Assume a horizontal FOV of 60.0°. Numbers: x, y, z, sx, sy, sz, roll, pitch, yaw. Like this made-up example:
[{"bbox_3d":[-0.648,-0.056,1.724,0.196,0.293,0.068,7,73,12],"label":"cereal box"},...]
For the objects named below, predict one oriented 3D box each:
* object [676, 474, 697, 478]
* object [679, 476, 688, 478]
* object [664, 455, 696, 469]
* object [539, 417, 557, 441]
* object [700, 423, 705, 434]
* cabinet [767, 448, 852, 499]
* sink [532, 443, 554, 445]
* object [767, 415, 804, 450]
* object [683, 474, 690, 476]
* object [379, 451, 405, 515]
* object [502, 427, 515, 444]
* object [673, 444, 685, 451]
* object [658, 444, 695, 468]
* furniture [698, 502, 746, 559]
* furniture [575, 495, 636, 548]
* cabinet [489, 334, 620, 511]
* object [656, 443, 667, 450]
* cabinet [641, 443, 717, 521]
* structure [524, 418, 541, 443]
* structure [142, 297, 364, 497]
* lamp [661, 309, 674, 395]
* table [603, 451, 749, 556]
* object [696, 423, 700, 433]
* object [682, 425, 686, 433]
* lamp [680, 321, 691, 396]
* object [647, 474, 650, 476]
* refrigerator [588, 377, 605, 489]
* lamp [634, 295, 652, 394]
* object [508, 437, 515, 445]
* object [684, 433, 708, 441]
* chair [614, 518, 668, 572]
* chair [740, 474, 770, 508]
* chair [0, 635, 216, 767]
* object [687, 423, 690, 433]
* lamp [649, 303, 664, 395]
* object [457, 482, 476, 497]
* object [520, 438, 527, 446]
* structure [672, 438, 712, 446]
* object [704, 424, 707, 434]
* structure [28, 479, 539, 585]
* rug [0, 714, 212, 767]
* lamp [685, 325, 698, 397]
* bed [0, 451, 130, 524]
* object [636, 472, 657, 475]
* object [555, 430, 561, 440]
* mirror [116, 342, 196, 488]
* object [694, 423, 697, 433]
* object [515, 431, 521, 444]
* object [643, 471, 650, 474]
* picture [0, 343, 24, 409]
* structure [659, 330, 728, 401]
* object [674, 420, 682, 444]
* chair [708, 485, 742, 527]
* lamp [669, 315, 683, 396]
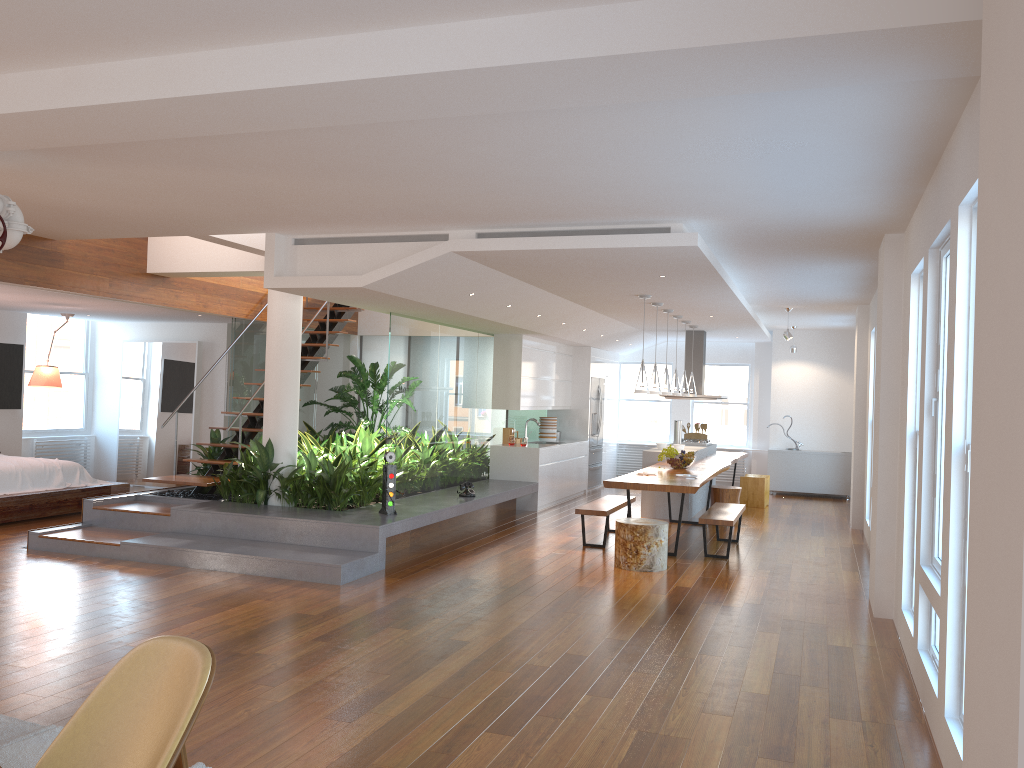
[{"bbox_3d":[1.775,0.938,9.009,0.222,0.020,0.222,2,-1,11],"label":"object"},{"bbox_3d":[1.753,0.935,8.904,0.158,0.017,0.019,2,-1,14],"label":"object"},{"bbox_3d":[1.901,0.892,10.049,0.360,0.159,0.360,2,-1,-17],"label":"object"},{"bbox_3d":[0.534,0.675,13.234,0.267,0.356,0.266,1,-1,45],"label":"object"},{"bbox_3d":[2.938,0.756,13.684,0.068,0.298,0.039,2,-1,19],"label":"object"},{"bbox_3d":[4.830,1.448,14.380,1.309,0.725,0.420,2,-1,19],"label":"cabinet"},{"bbox_3d":[0.463,0.958,12.634,0.449,0.192,0.666,2,-1,19],"label":"sink"},{"bbox_3d":[4.474,0.792,14.472,0.590,0.563,0.210,2,-1,-10],"label":"object"},{"bbox_3d":[1.775,0.932,9.009,0.070,0.030,0.079,2,-1,-27],"label":"object"},{"bbox_3d":[-1.071,0.894,7.954,0.134,0.565,0.318,2,-1,-34],"label":"object"},{"bbox_3d":[-0.047,0.707,12.059,0.104,0.222,0.200,2,-1,19],"label":"object"},{"bbox_3d":[2.145,0.819,11.377,0.152,0.082,0.152,2,-1,-20],"label":"object"},{"bbox_3d":[1.884,0.829,10.072,0.394,0.284,0.292,2,-1,-17],"label":"object"},{"bbox_3d":[2.122,1.469,8.911,0.316,0.389,1.433,2,-1,19],"label":"furniture"},{"bbox_3d":[0.996,1.436,9.304,0.316,0.389,1.433,2,-1,19],"label":"furniture"},{"bbox_3d":[0.796,0.548,13.622,0.676,2.280,4.565,2,-1,19],"label":"cabinet"},{"bbox_3d":[1.951,0.815,11.576,0.152,0.082,0.152,2,-1,-31],"label":"object"},{"bbox_3d":[2.391,1.296,12.424,0.597,0.832,2.936,2,-1,19],"label":"cabinet"},{"bbox_3d":[0.295,0.757,12.728,0.248,0.536,0.115,2,-1,19],"label":"structure"},{"bbox_3d":[-1.738,-0.713,10.557,2.552,4.265,4.591,2,-1,19],"label":"structure"},{"bbox_3d":[1.798,-0.401,10.287,0.160,1.060,0.160,3,-1,-44],"label":"lamp"},{"bbox_3d":[2.246,1.338,10.994,0.893,0.704,5.996,2,-1,19],"label":"table"},{"bbox_3d":[2.877,0.754,13.703,0.057,0.299,0.019,2,-1,19],"label":"object"},{"bbox_3d":[2.703,0.766,13.782,0.199,0.259,0.016,2,-1,30],"label":"object"},{"bbox_3d":[2.273,-0.368,11.653,0.160,1.060,0.160,3,-1,-44],"label":"lamp"},{"bbox_3d":[1.335,0.928,9.070,0.149,0.014,0.044,2,-1,18],"label":"object"},{"bbox_3d":[1.084,0.781,14.303,0.725,1.772,0.908,2,-1,19],"label":"refrigerator"},{"bbox_3d":[1.323,-0.433,8.922,0.160,1.060,0.160,3,-1,-44],"label":"lamp"},{"bbox_3d":[-0.004,0.759,11.756,0.094,0.106,0.094,2,-1,25],"label":"object"},{"bbox_3d":[2.845,0.832,13.723,0.353,0.157,0.084,2,-1,19],"label":"object"},{"bbox_3d":[1.141,1.414,7.836,0.460,0.400,0.460,2,-1,29],"label":"chair"},{"bbox_3d":[3.495,1.537,12.765,0.344,0.430,0.549,2,-1,23],"label":"chair"},{"bbox_3d":[-1.191,1.109,2.193,0.867,0.752,0.856,2,-1,-21],"label":"chair"},{"bbox_3d":[2.739,0.749,13.772,0.055,0.299,0.027,2,-1,19],"label":"object"},{"bbox_3d":[1.561,-0.417,9.605,0.160,1.060,0.160,3,-1,-44],"label":"lamp"},{"bbox_3d":[-0.499,1.134,9.567,0.216,0.155,0.181,2,-1,-16],"label":"object"},{"bbox_3d":[0.152,0.763,11.652,0.094,0.106,0.094,2,-1,25],"label":"object"},{"bbox_3d":[2.710,0.866,13.297,0.520,0.073,0.650,2,-1,19],"label":"structure"},{"bbox_3d":[2.979,0.758,13.689,0.057,0.294,0.030,2,-1,19],"label":"object"},{"bbox_3d":[-1.825,1.362,9.837,3.088,0.386,5.584,2,-1,19],"label":"structure"},{"bbox_3d":[-2.237,1.405,2.010,3.525,0.057,3.478,2,-1,24],"label":"rug"},{"bbox_3d":[2.511,-0.352,12.336,0.160,1.060,0.160,3,-1,-44],"label":"lamp"},{"bbox_3d":[-5.972,1.106,9.829,2.314,0.595,2.207,2,-1,19],"label":"bed"},{"bbox_3d":[1.392,0.928,9.193,0.222,0.020,0.222,2,-1,-30],"label":"object"},{"bbox_3d":[0.627,0.765,13.608,0.284,0.196,0.265,2,-1,-29],"label":"object"},{"bbox_3d":[-5.066,0.429,12.614,1.267,2.044,0.049,2,-1,19],"label":"mirror"},{"bbox_3d":[2.851,0.753,13.733,0.061,0.299,0.040,2,-1,17],"label":"object"},{"bbox_3d":[0.047,0.738,12.289,0.100,0.170,0.173,2,-1,21],"label":"object"},{"bbox_3d":[1.393,0.922,9.193,0.070,0.030,0.079,2,-1,-17],"label":"object"},{"bbox_3d":[-6.959,-0.126,10.322,0.001,0.854,2.969,2,-1,19],"label":"picture"},{"bbox_3d":[2.748,-0.464,13.286,0.909,1.405,0.900,2,-1,19],"label":"structure"},{"bbox_3d":[2.429,0.710,12.913,0.172,0.356,0.120,2,-1,-23],"label":"object"},{"bbox_3d":[2.573,1.476,10.742,0.396,0.455,0.402,2,-1,9],"label":"chair"},{"bbox_3d":[2.036,-0.384,10.970,0.160,1.060,0.160,3,-1,-44],"label":"lamp"}]
